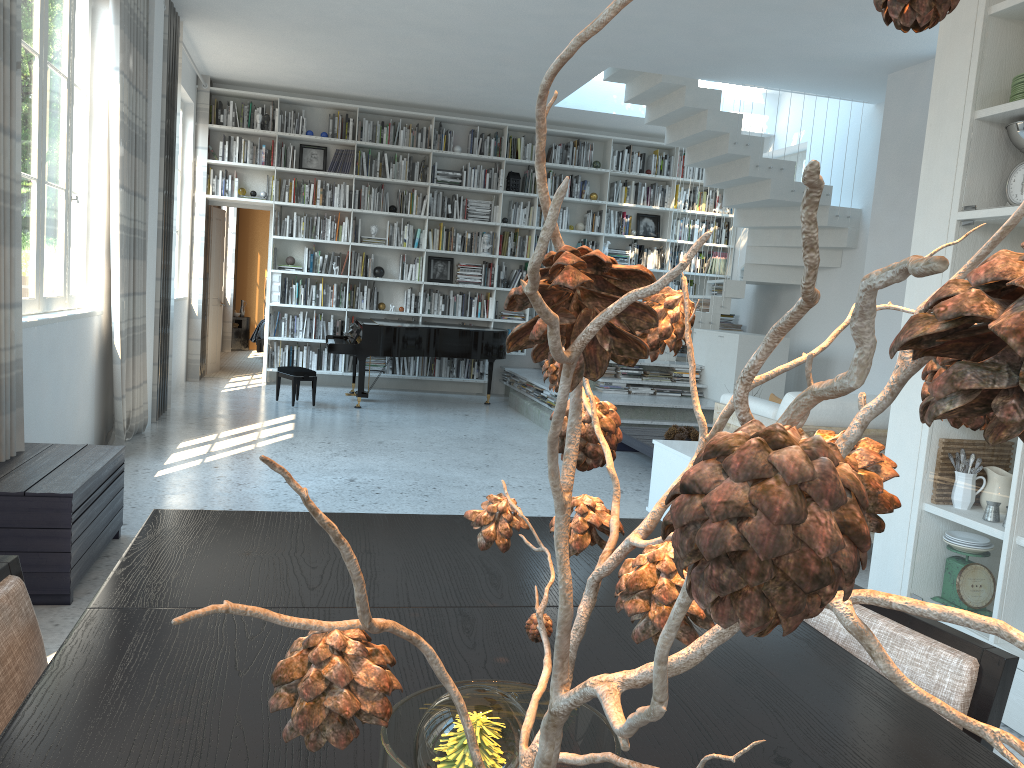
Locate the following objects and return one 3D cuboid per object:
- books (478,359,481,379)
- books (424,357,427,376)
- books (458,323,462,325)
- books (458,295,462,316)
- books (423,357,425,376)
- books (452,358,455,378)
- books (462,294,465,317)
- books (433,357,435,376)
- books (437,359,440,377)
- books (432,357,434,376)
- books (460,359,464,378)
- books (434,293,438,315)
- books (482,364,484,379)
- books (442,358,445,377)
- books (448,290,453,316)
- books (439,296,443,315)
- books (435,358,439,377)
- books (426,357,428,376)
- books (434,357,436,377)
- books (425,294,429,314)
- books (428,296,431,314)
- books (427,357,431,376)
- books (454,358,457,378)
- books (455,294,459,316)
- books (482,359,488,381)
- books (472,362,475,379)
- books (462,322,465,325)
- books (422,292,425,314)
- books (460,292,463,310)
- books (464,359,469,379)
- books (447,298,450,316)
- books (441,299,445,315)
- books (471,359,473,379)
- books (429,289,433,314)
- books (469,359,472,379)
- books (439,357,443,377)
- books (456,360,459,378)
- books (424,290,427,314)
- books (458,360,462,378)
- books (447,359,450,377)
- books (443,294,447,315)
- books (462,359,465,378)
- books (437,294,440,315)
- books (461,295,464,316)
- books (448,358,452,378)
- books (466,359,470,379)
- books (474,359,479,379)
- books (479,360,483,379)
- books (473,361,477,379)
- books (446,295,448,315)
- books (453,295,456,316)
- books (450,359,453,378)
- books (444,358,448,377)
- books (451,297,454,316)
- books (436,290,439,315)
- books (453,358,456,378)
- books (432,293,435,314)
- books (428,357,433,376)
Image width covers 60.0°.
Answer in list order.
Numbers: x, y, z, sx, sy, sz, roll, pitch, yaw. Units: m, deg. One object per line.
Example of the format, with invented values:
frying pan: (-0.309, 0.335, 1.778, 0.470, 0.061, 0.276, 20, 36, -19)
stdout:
books: (-0.404, -0.193, 10.548, 0.013, 0.256, 0.176, 3, 6, -13)
books: (-1.025, -0.233, 10.418, 0.025, 0.264, 0.144, 3, 7, -13)
books: (-0.620, -0.563, 10.401, 0.012, 0.285, 0.159, 3, 7, -13)
books: (-0.623, -0.920, 10.400, 0.026, 0.246, 0.191, 3, 6, -13)
books: (-1.044, -0.232, 10.424, 0.010, 0.259, 0.131, 3, 7, -13)
books: (-0.702, -0.249, 10.467, 0.014, 0.336, 0.182, 3, 7, -13)
books: (-0.582, -0.926, 10.416, 0.010, 0.262, 0.181, 3, 6, -13)
books: (-0.929, -0.234, 10.441, 0.012, 0.276, 0.154, 3, 7, -13)
books: (-0.875, -0.192, 10.465, 0.030, 0.197, 0.143, 3, 6, -13)
books: (-0.942, -0.215, 10.437, 0.012, 0.239, 0.128, 3, 7, -13)
books: (-0.600, -0.180, 10.498, 0.029, 0.210, 0.170, 3, 6, -13)
books: (-0.899, -0.936, 10.340, 0.027, 0.246, 0.179, 3, 6, -13)
books: (-0.363, -0.155, 10.569, 0.023, 0.182, 0.148, 3, 6, -13)
books: (-0.817, -0.207, 10.468, 0.030, 0.235, 0.137, 3, 7, -13)
books: (-0.726, -0.950, 10.383, 0.026, 0.292, 0.151, 3, 7, -13)
books: (-0.841, -0.918, 10.348, 0.023, 0.218, 0.174, 3, 6, -13)
books: (-0.896, -0.195, 10.429, 0.028, 0.207, 0.174, 3, 6, -13)
books: (-1.002, -0.267, 10.408, 0.012, 0.337, 0.143, 3, 7, -13)
books: (-0.919, -0.223, 10.446, 0.012, 0.255, 0.150, 3, 7, -13)
books: (-0.997, -0.935, 10.311, 0.027, 0.234, 0.167, 3, 6, -13)
books: (-0.976, -0.922, 10.330, 0.024, 0.208, 0.169, 3, 6, -13)
books: (-0.981, -0.253, 10.415, 0.034, 0.311, 0.169, 3, 7, -13)
books: (-0.677, -0.212, 10.496, 0.024, 0.262, 0.131, 3, 7, -13)
books: (-0.653, -0.929, 10.420, 0.025, 0.255, 0.136, 3, 7, -13)
books: (-0.315, -0.188, 10.505, 0.038, 0.269, 0.276, 3, 6, -13)
books: (-0.474, -0.166, 10.543, 0.024, 0.191, 0.154, 3, 6, -13)
books: (-0.579, -0.568, 10.395, 0.013, 0.303, 0.181, 3, 7, -13)
books: (-1.039, -0.944, 10.319, 0.029, 0.244, 0.153, 3, 6, -13)
books: (-0.607, -0.942, 10.426, 0.014, 0.287, 0.134, 3, 7, -13)
books: (-0.551, -0.197, 10.498, 0.044, 0.251, 0.186, 3, 6, -13)
books: (-0.751, -0.902, 10.370, 0.023, 0.197, 0.165, 3, 6, -13)
books: (-0.817, -0.899, 10.351, 0.029, 0.184, 0.174, 3, 6, -13)
books: (-0.486, -0.199, 10.526, 0.011, 0.258, 0.171, 3, 6, -13)
books: (-0.952, -0.963, 10.348, 0.027, 0.291, 0.140, 3, 7, -13)
books: (-0.509, -0.192, 10.537, 0.028, 0.239, 0.140, 3, 7, -13)
books: (-0.842, -0.237, 10.455, 0.026, 0.294, 0.154, 3, 7, -13)
books: (-0.650, -0.187, 10.514, 0.040, 0.212, 0.129, 3, 6, -13)
books: (-1.017, -0.957, 10.315, 0.011, 0.276, 0.145, 3, 7, -13)
books: (-0.619, -0.179, 10.489, 0.010, 0.206, 0.179, 3, 6, -13)
books: (-0.764, -0.188, 10.480, 0.024, 0.204, 0.144, 3, 6, -13)
books: (-0.788, -0.925, 10.362, 0.029, 0.238, 0.165, 3, 6, -13)
books: (-0.578, -0.220, 10.499, 0.011, 0.293, 0.183, 3, 6, -13)
books: (-0.867, -0.935, 10.363, 0.021, 0.245, 0.141, 3, 7, -13)
books: (-0.595, -0.923, 10.424, 0.011, 0.252, 0.158, 3, 6, -13)
books: (-0.740, -0.226, 10.467, 0.013, 0.285, 0.184, 3, 6, -13)
books: (-0.521, -0.229, 10.505, 0.013, 0.317, 0.186, 3, 7, -13)
books: (-0.426, -0.181, 10.554, 0.028, 0.228, 0.161, 3, 6, -13)
books: (-0.384, -0.172, 10.549, 0.029, 0.218, 0.190, 3, 6, -13)
books: (-0.449, -0.170, 10.538, 0.022, 0.205, 0.191, 3, 6, -13)
books: (-0.770, -0.921, 10.376, 0.013, 0.230, 0.138, 3, 7, -13)
books: (-0.678, -0.920, 10.400, 0.031, 0.237, 0.158, 3, 6, -13)
books: (-0.726, -0.190, 10.479, 0.022, 0.213, 0.167, 3, 6, -13)
books: (-0.788, -0.218, 10.472, 0.028, 0.261, 0.132, 3, 7, -13)
books: (-0.706, -0.914, 10.402, 0.025, 0.221, 0.140, 3, 6, -13)
books: (-0.878, -0.952, 10.339, 0.013, 0.282, 0.166, 3, 7, -13)
books: (-0.691, -0.224, 10.475, 0.014, 0.288, 0.184, 3, 6, -13)
books: (-0.928, -0.940, 10.351, 0.024, 0.248, 0.132, 3, 7, -13)
books: (-0.959, -0.221, 10.435, 0.022, 0.247, 0.143, 3, 7, -13)
